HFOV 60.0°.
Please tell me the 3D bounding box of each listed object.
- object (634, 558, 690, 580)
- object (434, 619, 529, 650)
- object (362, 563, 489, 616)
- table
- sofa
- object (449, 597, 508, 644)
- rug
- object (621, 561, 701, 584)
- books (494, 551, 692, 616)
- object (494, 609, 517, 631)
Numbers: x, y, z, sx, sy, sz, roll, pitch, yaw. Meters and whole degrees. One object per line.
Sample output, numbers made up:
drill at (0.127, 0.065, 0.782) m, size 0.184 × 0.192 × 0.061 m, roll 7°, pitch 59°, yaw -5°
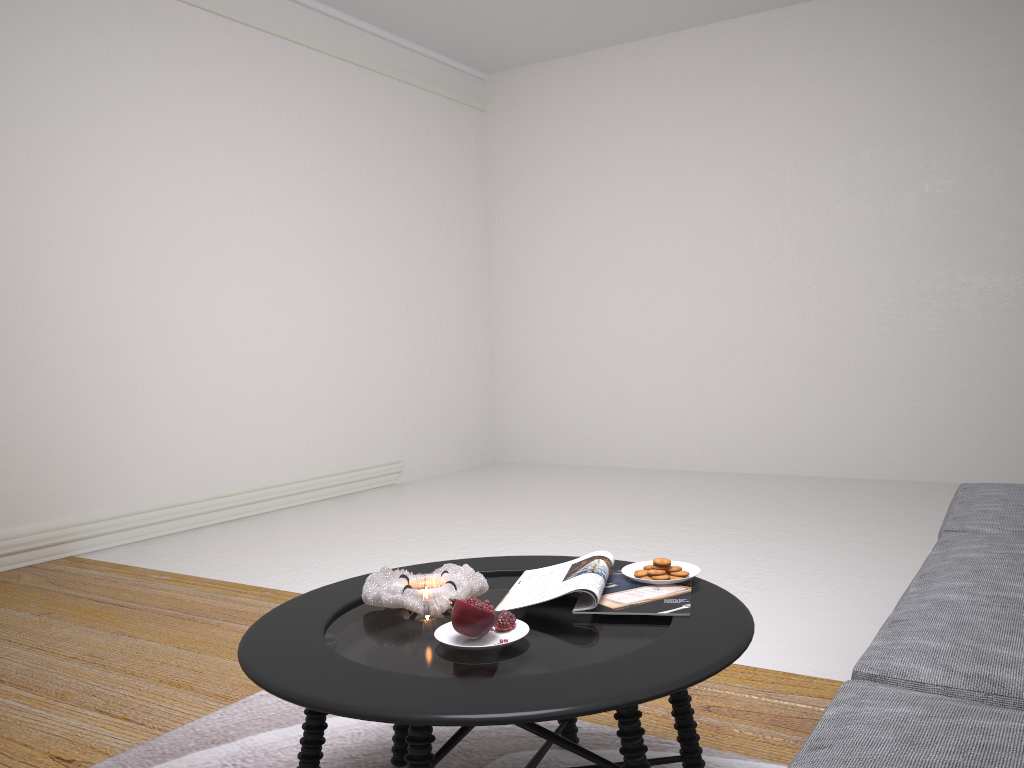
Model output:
object at (0.319, 0.391, 1.893) m, size 0.120 × 0.036 × 0.119 m, roll -2°, pitch 2°, yaw -6°
object at (-0.053, 0.443, 1.565) m, size 0.169 × 0.015 × 0.166 m, roll -2°, pitch 2°, yaw -13°
object at (-0.175, 0.414, 1.793) m, size 0.248 × 0.062 × 0.259 m, roll 0°, pitch 3°, yaw 40°
table at (-0.015, 0.660, 1.695) m, size 0.928 × 0.449 × 0.960 m, roll -1°, pitch 3°, yaw 30°
sofa at (0.967, 0.500, 1.109) m, size 1.083 × 0.772 × 3.111 m, roll 0°, pitch 3°, yaw 33°
object at (-0.064, 0.409, 1.556) m, size 0.090 × 0.082 × 0.109 m, roll -3°, pitch 3°, yaw -23°
rug at (-0.781, 0.941, 0.592) m, size 1.916 × 0.008 × 3.773 m, roll 0°, pitch 3°, yaw 33°
object at (0.318, 0.404, 1.892) m, size 0.166 × 0.015 × 0.169 m, roll -1°, pitch 2°, yaw 14°
books at (0.177, 0.400, 1.809) m, size 0.370 × 0.048 × 0.307 m, roll -1°, pitch 2°, yaw 11°
object at (-0.013, 0.427, 1.604) m, size 0.035 × 0.036 × 0.045 m, roll 0°, pitch 3°, yaw 41°
